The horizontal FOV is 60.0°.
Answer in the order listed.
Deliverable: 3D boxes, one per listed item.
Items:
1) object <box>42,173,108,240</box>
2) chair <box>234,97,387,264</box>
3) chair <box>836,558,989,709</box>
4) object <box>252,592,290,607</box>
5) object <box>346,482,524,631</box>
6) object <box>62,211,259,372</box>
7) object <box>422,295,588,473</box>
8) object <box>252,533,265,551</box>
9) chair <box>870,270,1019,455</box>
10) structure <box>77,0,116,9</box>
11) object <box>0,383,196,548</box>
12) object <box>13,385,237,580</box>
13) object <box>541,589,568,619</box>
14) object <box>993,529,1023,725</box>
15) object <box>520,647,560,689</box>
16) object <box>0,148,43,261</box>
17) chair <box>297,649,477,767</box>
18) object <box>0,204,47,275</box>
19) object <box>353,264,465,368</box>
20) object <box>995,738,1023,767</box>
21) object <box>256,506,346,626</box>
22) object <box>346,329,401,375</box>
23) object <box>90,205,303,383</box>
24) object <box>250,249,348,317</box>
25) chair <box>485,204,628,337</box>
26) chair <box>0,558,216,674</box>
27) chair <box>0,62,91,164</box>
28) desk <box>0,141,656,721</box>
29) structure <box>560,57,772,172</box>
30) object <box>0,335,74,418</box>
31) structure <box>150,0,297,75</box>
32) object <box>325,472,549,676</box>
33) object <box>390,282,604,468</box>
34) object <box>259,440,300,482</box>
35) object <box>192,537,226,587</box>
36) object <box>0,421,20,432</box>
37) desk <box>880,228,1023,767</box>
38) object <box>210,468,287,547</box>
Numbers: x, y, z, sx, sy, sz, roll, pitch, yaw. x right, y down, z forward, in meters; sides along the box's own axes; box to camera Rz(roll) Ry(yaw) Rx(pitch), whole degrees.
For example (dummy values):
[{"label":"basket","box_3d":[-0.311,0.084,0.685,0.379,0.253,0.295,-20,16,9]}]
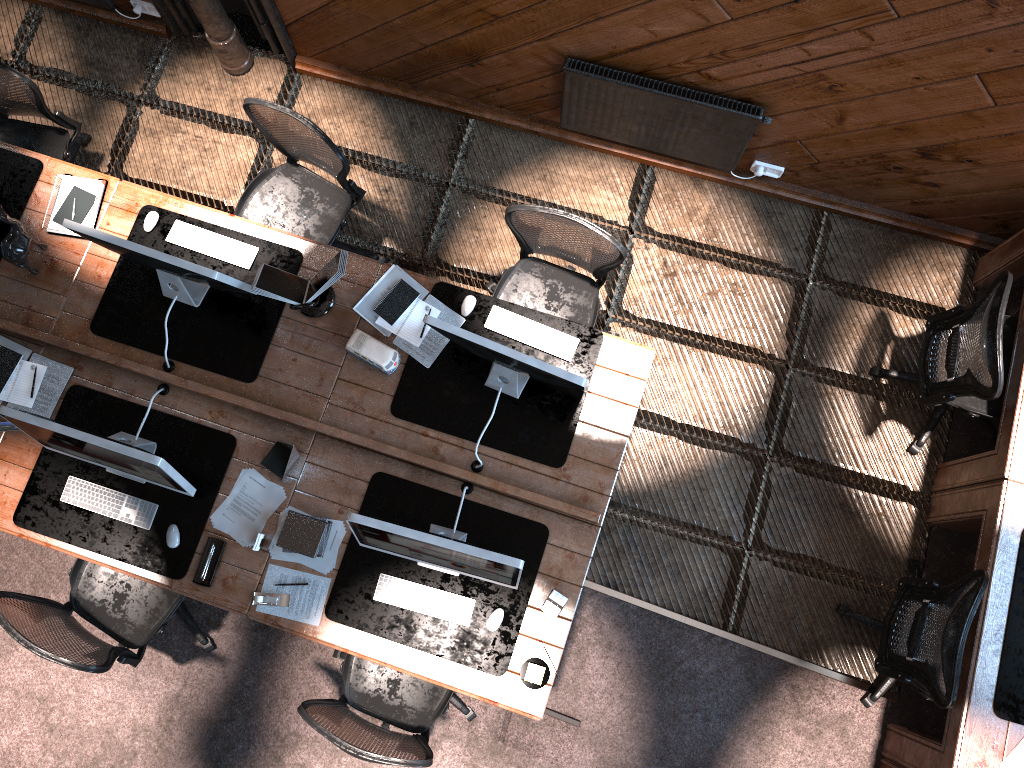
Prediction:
[{"label":"object","box_3d":[-2.120,-0.871,4.303,0.229,0.060,0.316,9,78,3]},{"label":"chair","box_3d":[-1.085,-0.896,4.537,0.770,1.085,0.792,15,79,4]},{"label":"chair","box_3d":[2.055,1.179,4.059,0.792,1.085,0.770,5,78,2]},{"label":"object","box_3d":[-1.064,0.948,3.899,0.159,0.064,0.054,4,78,1]},{"label":"object","box_3d":[-0.299,0.670,3.700,0.714,0.573,0.610,15,79,4]},{"label":"object","box_3d":[-1.515,-0.582,3.983,0.642,0.578,0.772,-27,79,-5]},{"label":"object","box_3d":[0.010,-0.123,3.868,0.663,0.578,0.811,-18,78,-3]},{"label":"object","box_3d":[-1.123,0.701,3.935,0.034,0.102,0.076,17,79,4]},{"label":"chair","box_3d":[2.352,-0.118,4.332,0.792,1.085,0.770,-5,78,0]},{"label":"structure","box_3d":[-2.770,-2.386,4.909,1.064,0.628,0.073,16,79,4]},{"label":"object","box_3d":[-1.728,0.384,3.778,0.654,0.576,0.735,-25,79,-5]},{"label":"object","box_3d":[-1.762,0.438,4.045,0.848,0.008,0.687,17,79,4]},{"label":"object","box_3d":[0.185,0.965,3.882,0.082,0.063,0.106,33,80,7]},{"label":"object","box_3d":[2.498,1.113,3.852,0.687,0.008,0.848,15,79,4]},{"label":"object","box_3d":[0.108,1.247,3.841,0.154,0.026,0.158,-26,79,-5]},{"label":"object","box_3d":[-2.809,-0.903,4.343,0.848,0.008,0.687,17,79,4]},{"label":"chair","box_3d":[-0.545,1.319,4.058,0.770,1.085,0.792,5,78,2]},{"label":"object","box_3d":[-2.309,-0.677,4.115,0.135,0.351,0.229,14,78,4]},{"label":"object","box_3d":[-0.482,-0.324,4.179,0.467,0.017,0.304,39,81,8]},{"label":"object","box_3d":[2.148,1.719,3.719,0.467,0.017,0.304,-40,80,-7]},{"label":"object","box_3d":[-0.947,0.798,3.912,0.319,0.098,0.478,14,78,4]},{"label":"object","box_3d":[-0.642,-0.150,4.115,0.253,0.146,0.128,29,80,7]},{"label":"object","box_3d":[-1.501,-0.439,4.229,0.848,0.008,0.687,17,79,4]},{"label":"object","box_3d":[-0.939,-0.452,4.030,0.417,0.380,0.304,-11,78,-2]},{"label":"chair","box_3d":[0.203,-0.400,4.417,0.770,1.085,0.792,5,78,2]},{"label":"chair","box_3d":[-1.848,0.943,4.153,0.770,1.085,0.792,15,79,4]},{"label":"chair","box_3d":[-2.562,-1.189,4.617,0.770,1.085,0.792,-5,78,0]},{"label":"desk","box_3d":[-1.546,0.079,4.459,4.117,0.840,1.748,18,79,4]},{"label":"structure","box_3d":[0.770,-1.383,4.655,1.064,0.628,0.073,16,79,4]},{"label":"object","box_3d":[-2.311,-0.024,4.136,0.467,0.017,0.304,23,79,5]},{"label":"structure","box_3d":[-1.765,-2.323,4.014,1.003,2.745,0.500,21,79,5]},{"label":"object","box_3d":[-0.330,0.834,3.944,0.848,0.008,0.687,17,79,4]},{"label":"object","box_3d":[-0.066,-0.052,4.130,0.848,0.008,0.687,17,79,4]},{"label":"object","box_3d":[-1.035,0.328,3.900,0.178,0.320,0.165,25,79,6]},{"label":"object","box_3d":[-1.350,0.793,3.953,0.089,0.031,0.215,16,79,4]},{"label":"object","box_3d":[-2.371,0.233,4.056,0.347,0.083,0.129,-34,80,-6]},{"label":"desk","box_3d":[2.878,1.378,4.132,1.748,0.840,4.117,16,79,4]},{"label":"object","box_3d":[-1.193,0.558,4.015,0.246,0.002,0.315,31,80,7]}]
